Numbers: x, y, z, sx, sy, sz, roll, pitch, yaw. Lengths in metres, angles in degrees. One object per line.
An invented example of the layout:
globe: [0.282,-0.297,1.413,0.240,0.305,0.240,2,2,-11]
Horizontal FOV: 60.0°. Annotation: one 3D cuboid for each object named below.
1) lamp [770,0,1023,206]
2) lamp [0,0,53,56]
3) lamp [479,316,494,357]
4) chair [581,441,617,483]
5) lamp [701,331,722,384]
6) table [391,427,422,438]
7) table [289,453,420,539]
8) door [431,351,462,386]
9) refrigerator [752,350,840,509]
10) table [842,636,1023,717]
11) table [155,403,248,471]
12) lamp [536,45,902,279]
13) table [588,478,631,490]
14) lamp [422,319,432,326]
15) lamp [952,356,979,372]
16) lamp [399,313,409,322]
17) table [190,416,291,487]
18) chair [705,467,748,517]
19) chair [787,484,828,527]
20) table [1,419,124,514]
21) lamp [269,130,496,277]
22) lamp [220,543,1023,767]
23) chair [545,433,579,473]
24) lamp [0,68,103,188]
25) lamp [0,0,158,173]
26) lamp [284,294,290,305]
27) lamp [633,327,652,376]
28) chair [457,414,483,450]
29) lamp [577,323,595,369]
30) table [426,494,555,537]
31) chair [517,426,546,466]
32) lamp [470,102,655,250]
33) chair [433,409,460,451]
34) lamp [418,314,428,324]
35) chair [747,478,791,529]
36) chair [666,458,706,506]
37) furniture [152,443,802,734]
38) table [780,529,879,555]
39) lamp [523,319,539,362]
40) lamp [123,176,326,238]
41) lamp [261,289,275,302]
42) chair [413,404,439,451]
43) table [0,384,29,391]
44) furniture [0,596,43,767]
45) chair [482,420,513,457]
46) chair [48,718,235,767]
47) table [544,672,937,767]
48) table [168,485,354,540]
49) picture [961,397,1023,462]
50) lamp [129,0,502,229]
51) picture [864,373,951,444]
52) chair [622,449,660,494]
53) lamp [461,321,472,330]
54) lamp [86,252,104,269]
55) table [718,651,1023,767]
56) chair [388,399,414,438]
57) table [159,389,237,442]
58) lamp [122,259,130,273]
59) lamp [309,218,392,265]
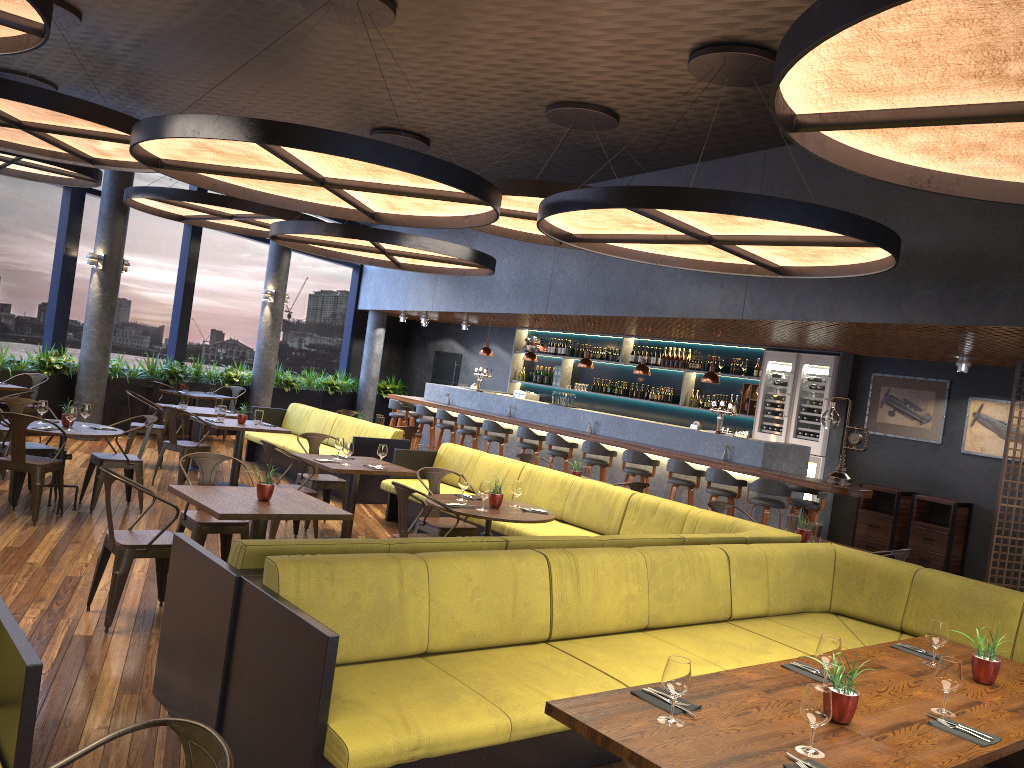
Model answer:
lamp: [2.439,-1.648,3.102,2.778,1.475,2.778,7,1,-39]
lamp: [-3.732,-2.706,4.323,2.778,1.159,2.778,9,1,41]
lamp: [-0.407,-0.823,15.295,0.250,0.673,0.250,9,1,38]
chair: [1.124,1.297,11.948,0.483,1.048,0.438,8,1,11]
lamp: [2.628,-0.348,11.538,0.250,0.673,0.250,8,1,-7]
table: [-1.931,1.008,12.489,0.906,0.763,0.887,7,1,-39]
table: [-1.540,1.118,8.365,0.906,0.763,0.887,7,1,-39]
door: [-1.532,0.315,19.636,0.137,2.056,1.012,7,1,-39]
refrigerator: [4.007,0.625,12.528,0.454,2.109,1.159,7,1,-39]
table: [2.069,1.681,3.995,0.906,0.763,0.887,7,1,-39]
table: [-4.093,0.718,11.548,0.906,0.763,0.887,7,1,-39]
lamp: [1.673,-1.808,7.038,2.778,1.475,2.778,7,1,-35]
table: [0.621,1.406,9.377,0.887,0.763,0.906,7,1,-39]
lamp: [-1.906,-1.350,19.370,0.228,0.172,0.228,7,1,-39]
lamp: [5.237,-0.229,10.287,0.228,0.172,0.228,7,1,-39]
lamp: [-2.282,-1.392,18.579,0.228,0.172,0.228,7,1,-39]
table: [-3.282,0.845,10.545,0.887,0.763,0.906,7,1,-39]
chair: [2.410,1.499,10.293,0.438,1.048,0.483,8,1,-11]
chair: [3.337,1.629,10.249,0.483,1.048,0.438,8,1,22]
table: [-4.117,0.761,8.058,1.007,0.760,1.007,9,1,38]
lamp: [-1.488,-2.303,10.985,2.778,1.475,2.778,8,1,15]
lamp: [3.350,0.856,5.442,9.057,2.714,3.017,7,1,-39]
chair: [0.634,1.221,12.492,0.438,1.048,0.483,8,1,-11]
lamp: [-5.987,-3.168,10.745,1.979,1.093,1.979,8,1,14]
lamp: [-4.367,-2.844,7.996,2.778,1.159,2.778,8,1,28]
lamp: [-4.183,-1.561,16.299,0.215,0.215,0.189,8,1,30]
lamp: [1.872,-0.466,12.473,0.250,0.673,0.250,8,1,-7]
chair: [-0.714,1.011,14.128,0.438,1.048,0.483,8,1,-11]
lamp: [1.151,-0.579,13.367,0.250,0.673,0.250,8,1,-7]
table: [-0.216,1.323,6.869,1.007,0.760,1.007,8,1,-2]
chair: [0.248,1.159,13.056,0.483,1.048,0.438,8,1,22]
lamp: [0.637,-2.158,9.002,2.778,1.159,2.778,8,1,11]
chair: [-1.083,0.951,14.706,0.483,1.048,0.438,8,1,22]
lamp: [-1.774,-1.312,17.923,0.228,0.172,0.228,7,1,-39]
chair: [2.786,1.558,9.844,0.483,1.048,0.438,9,1,43]
chair: [2.072,1.445,10.817,0.483,1.048,0.438,8,1,22]
furniture: [0.056,1.297,5.947,4.895,0.914,7.462,7,1,-44]
table: [2.309,1.671,7.287,0.887,0.763,0.906,7,1,-39]
lamp: [0.339,-0.706,14.372,0.250,0.673,0.250,8,1,-7]
lamp: [-3.821,-2.826,12.320,2.778,1.159,2.778,8,1,-4]
lamp: [-4.367,-1.579,15.767,0.215,0.215,0.189,8,1,12]
chair: [-1.465,0.892,15.160,0.483,1.048,0.438,8,1,22]
table: [-6.761,0.352,11.016,0.887,0.763,0.906,8,1,25]
furniture: [-1.700,1.127,0.253,3.378,0.916,4.755,7,1,-39]
chair: [-0.290,1.078,13.539,0.438,1.048,0.483,8,1,-20]
chair: [-0.915,1.213,1.817,0.541,0.917,0.504,7,1,-39]
table: [0.682,1.503,2.846,0.906,0.763,0.887,7,1,-39]
table: [-1.696,1.131,5.791,0.887,0.763,0.906,7,1,-39]
picture: [5.909,0.552,10.525,0.028,0.697,1.039,7,1,-39]
lamp: [-1.371,-2.232,6.881,2.778,1.475,2.778,8,1,10]
picture: [5.115,0.303,11.527,0.028,0.809,1.039,7,1,-39]
chair: [1.582,1.368,11.414,0.438,1.048,0.483,8,1,-25]
lamp: [-0.961,-1.202,18.200,0.228,0.172,0.228,7,1,-39]
lamp: [-5.939,-1.756,12.556,0.215,0.215,0.189,8,1,18]
table: [1.373,1.592,3.422,0.906,0.763,0.887,7,1,-39]
chair: [-2.014,0.807,15.769,0.483,1.048,0.438,8,1,22]
table: [-5.160,0.531,14.365,0.887,0.763,0.906,8,1,25]
lamp: [-5.733,-1.734,13.080,0.215,0.215,0.189,8,1,26]
lamp: [-2.670,-2.771,15.741,1.979,1.093,1.979,8,1,14]
